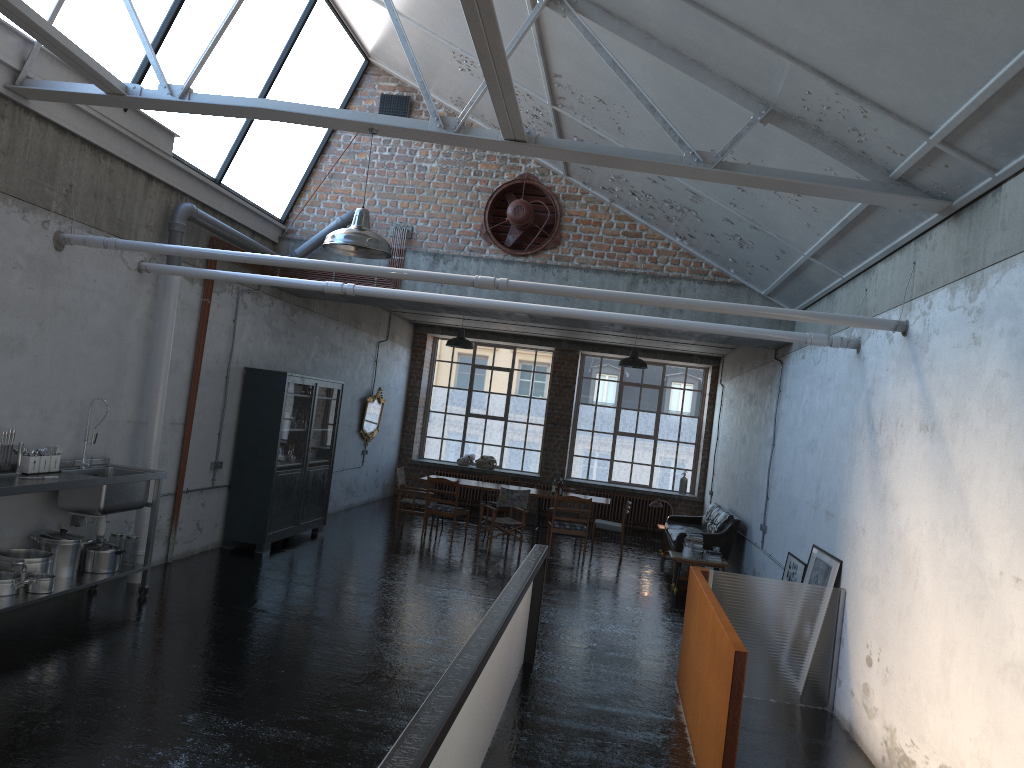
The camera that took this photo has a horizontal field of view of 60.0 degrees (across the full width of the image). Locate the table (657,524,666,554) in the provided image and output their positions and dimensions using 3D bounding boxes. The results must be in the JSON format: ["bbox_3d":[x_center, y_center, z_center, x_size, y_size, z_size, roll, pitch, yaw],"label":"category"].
[{"bbox_3d":[2.977,2.809,15.748,0.811,0.458,0.649,7,-2,7],"label":"table"}]

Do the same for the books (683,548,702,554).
[{"bbox_3d":[2.523,2.331,12.400,0.249,0.023,0.175,7,-2,8],"label":"books"}]

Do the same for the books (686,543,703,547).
[{"bbox_3d":[2.551,2.249,12.419,0.224,0.021,0.158,7,-2,7],"label":"books"}]

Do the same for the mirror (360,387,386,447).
[{"bbox_3d":[-2.685,0.637,17.224,0.172,1.182,1.339,7,-2,7],"label":"mirror"}]

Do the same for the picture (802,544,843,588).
[{"bbox_3d":[2.700,2.122,8.092,0.233,1.215,1.095,7,-2,7],"label":"picture"}]

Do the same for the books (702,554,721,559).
[{"bbox_3d":[2.775,2.391,12.329,0.166,0.024,0.227,8,-2,-14],"label":"books"}]

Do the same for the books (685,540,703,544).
[{"bbox_3d":[2.549,2.206,12.416,0.244,0.019,0.174,7,-2,7],"label":"books"}]

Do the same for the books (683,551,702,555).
[{"bbox_3d":[2.520,2.354,12.399,0.249,0.023,0.175,7,-2,3],"label":"books"}]

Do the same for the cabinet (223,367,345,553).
[{"bbox_3d":[-3.113,1.014,12.357,0.572,2.297,2.386,7,-2,7],"label":"cabinet"}]

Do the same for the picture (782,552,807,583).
[{"bbox_3d":[2.874,2.306,9.299,0.135,0.994,0.889,7,-2,7],"label":"picture"}]

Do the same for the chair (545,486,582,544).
[{"bbox_3d":[0.932,2.325,15.840,0.589,0.971,0.577,7,-2,7],"label":"chair"}]

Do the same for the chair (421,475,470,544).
[{"bbox_3d":[-1.040,2.005,14.142,0.573,1.028,0.509,6,-2,27],"label":"chair"}]

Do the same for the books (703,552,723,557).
[{"bbox_3d":[2.790,2.369,12.329,0.243,0.024,0.175,7,-2,3],"label":"books"}]

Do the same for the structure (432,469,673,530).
[{"bbox_3d":[0.846,2.559,19.454,5.349,0.713,0.232,7,-2,7],"label":"structure"}]

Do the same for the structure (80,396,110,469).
[{"bbox_3d":[-3.743,0.440,7.974,0.210,0.661,0.039,7,-2,7],"label":"structure"}]

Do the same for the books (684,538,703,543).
[{"bbox_3d":[2.543,2.184,12.418,0.231,0.023,0.162,6,-2,23],"label":"books"}]

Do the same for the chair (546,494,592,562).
[{"bbox_3d":[0.870,2.228,13.787,0.573,1.028,0.509,7,-2,-3],"label":"chair"}]

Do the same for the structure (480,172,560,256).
[{"bbox_3d":[0.141,-2.214,11.626,1.058,1.096,0.808,7,-2,7],"label":"structure"}]

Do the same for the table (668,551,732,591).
[{"bbox_3d":[2.564,2.636,12.282,0.811,0.458,0.649,7,-2,7],"label":"table"}]

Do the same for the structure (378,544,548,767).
[{"bbox_3d":[-0.135,1.882,5.044,0.119,1.221,5.500,7,-2,7],"label":"structure"}]

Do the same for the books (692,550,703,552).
[{"bbox_3d":[2.537,2.314,12.415,0.255,0.014,0.192,7,-2,10],"label":"books"}]

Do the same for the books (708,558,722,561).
[{"bbox_3d":[2.779,2.420,12.321,0.179,0.034,0.243,7,-2,-10],"label":"books"}]

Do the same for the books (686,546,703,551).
[{"bbox_3d":[2.539,2.293,12.417,0.245,0.028,0.193,7,-2,2],"label":"books"}]

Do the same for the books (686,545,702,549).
[{"bbox_3d":[2.549,2.269,12.413,0.221,0.023,0.147,7,-2,6],"label":"books"}]

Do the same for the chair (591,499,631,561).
[{"bbox_3d":[1.615,2.362,14.528,0.577,0.971,0.589,7,-2,7],"label":"chair"}]

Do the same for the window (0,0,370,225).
[{"bbox_3d":[-2.991,-3.444,7.942,0.994,2.404,8.048,7,-2,7],"label":"window"}]

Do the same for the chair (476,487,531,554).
[{"bbox_3d":[-0.134,2.091,13.779,0.574,1.031,0.713,8,-2,-23],"label":"chair"}]

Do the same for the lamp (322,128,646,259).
[{"bbox_3d":[0.237,-1.720,8.425,0.945,2.025,5.320,6,-2,25],"label":"lamp"}]

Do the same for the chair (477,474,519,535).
[{"bbox_3d":[-0.223,2.165,15.823,0.573,1.028,0.509,8,-2,-28],"label":"chair"}]

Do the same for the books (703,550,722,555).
[{"bbox_3d":[2.784,2.341,12.325,0.225,0.029,0.179,7,-2,-1],"label":"books"}]

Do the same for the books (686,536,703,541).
[{"bbox_3d":[2.561,2.164,12.427,0.209,0.023,0.167,7,-2,1],"label":"books"}]

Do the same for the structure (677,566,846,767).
[{"bbox_3d":[1.911,2.170,6.076,1.272,1.221,2.942,7,-2,7],"label":"structure"}]

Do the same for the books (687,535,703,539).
[{"bbox_3d":[2.562,2.142,12.418,0.205,0.020,0.155,7,-2,7],"label":"books"}]

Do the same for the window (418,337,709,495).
[{"bbox_3d":[5.168,2.833,20.100,19.864,12.900,0.747,7,-2,7],"label":"window"}]

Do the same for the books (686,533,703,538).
[{"bbox_3d":[2.560,2.121,12.428,0.201,0.024,0.159,7,-2,-3],"label":"books"}]

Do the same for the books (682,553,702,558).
[{"bbox_3d":[2.515,2.386,12.400,0.248,0.043,0.192,7,-2,7],"label":"books"}]

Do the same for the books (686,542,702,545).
[{"bbox_3d":[2.551,2.227,12.414,0.205,0.022,0.155,7,-2,2],"label":"books"}]

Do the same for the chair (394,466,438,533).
[{"bbox_3d":[-1.633,1.947,14.925,0.713,1.031,0.574,7,-2,7],"label":"chair"}]

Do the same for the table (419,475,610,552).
[{"bbox_3d":[0.025,2.200,14.753,3.112,0.917,1.067,7,-2,7],"label":"table"}]
